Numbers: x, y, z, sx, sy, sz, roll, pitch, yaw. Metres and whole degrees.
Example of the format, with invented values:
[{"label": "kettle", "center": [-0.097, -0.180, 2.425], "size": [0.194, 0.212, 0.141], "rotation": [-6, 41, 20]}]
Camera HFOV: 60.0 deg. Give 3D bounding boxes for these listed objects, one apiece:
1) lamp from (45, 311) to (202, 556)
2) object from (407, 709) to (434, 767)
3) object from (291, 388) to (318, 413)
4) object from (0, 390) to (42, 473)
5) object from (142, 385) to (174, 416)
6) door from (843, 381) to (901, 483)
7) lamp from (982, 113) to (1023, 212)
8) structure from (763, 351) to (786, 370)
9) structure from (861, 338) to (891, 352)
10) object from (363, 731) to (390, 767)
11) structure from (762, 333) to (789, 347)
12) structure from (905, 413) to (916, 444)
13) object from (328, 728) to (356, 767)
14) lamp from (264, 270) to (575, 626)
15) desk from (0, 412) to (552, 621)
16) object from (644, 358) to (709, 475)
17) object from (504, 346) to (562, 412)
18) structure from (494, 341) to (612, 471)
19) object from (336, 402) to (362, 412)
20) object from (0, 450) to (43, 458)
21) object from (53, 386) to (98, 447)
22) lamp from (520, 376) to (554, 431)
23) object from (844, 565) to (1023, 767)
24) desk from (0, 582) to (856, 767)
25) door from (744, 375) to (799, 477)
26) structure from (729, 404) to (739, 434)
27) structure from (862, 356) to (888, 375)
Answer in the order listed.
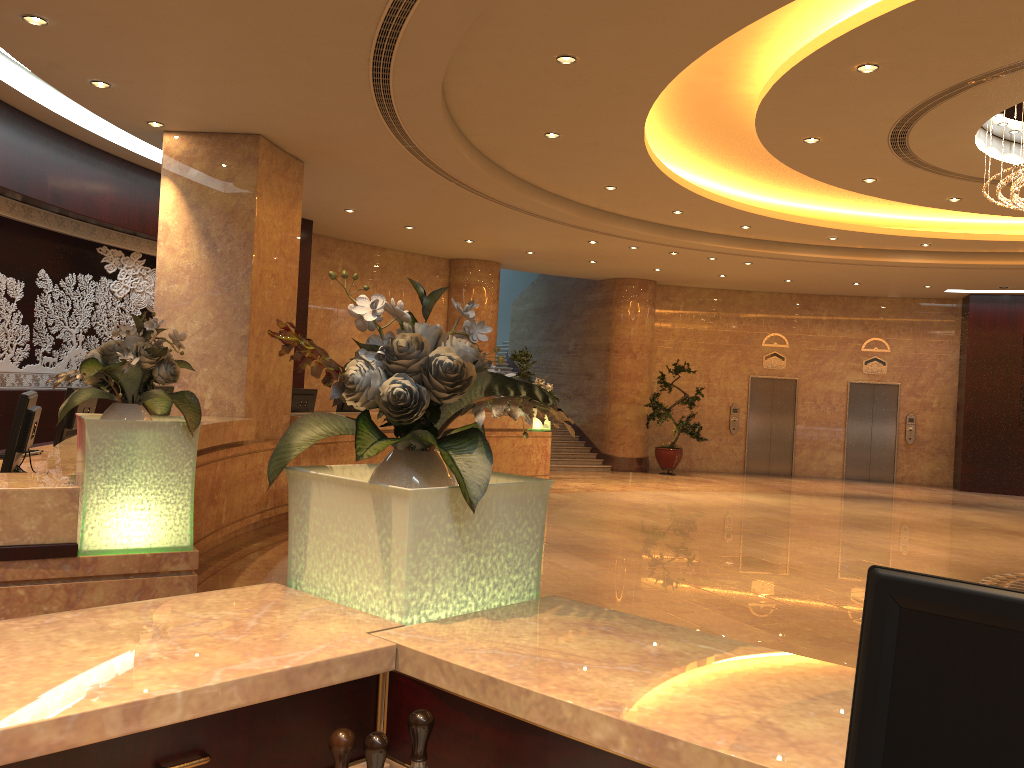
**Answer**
[{"label": "lamp", "center": [-1.503, 0.167, 3.450], "size": [0.542, 0.925, 0.577], "rotation": [3, 0, -23]}, {"label": "object", "center": [-0.174, 0.566, 1.286], "size": [0.153, 0.175, 0.084], "rotation": [3, 0, -31]}, {"label": "object", "center": [-2.660, 0.304, 11.080], "size": [0.531, 0.500, 0.430], "rotation": [3, 0, -29]}, {"label": "object", "center": [-2.432, 0.287, 4.371], "size": [0.430, 0.500, 0.531], "rotation": [3, 0, 12]}, {"label": "object", "center": [-3.221, 0.261, 7.999], "size": [0.430, 0.500, 0.531], "rotation": [3, 0, 37]}, {"label": "door", "center": [7.751, 1.026, 19.147], "size": [1.070, 2.149, 0.150], "rotation": [3, 0, 11]}, {"label": "lamp", "center": [5.855, -1.897, 7.605], "size": [3.204, 1.196, 3.206], "rotation": [3, 0, 12]}, {"label": "structure", "center": [5.717, -0.513, 19.302], "size": [0.504, 0.405, 0.012], "rotation": [3, 0, 0]}, {"label": "structure", "center": [7.843, -0.847, 19.104], "size": [0.600, 0.293, 0.010], "rotation": [3, 0, 11]}, {"label": "object", "center": [-0.190, 0.565, 1.215], "size": [0.048, 0.175, 0.088], "rotation": [3, 0, 26]}, {"label": "structure", "center": [5.741, -0.959, 19.302], "size": [0.600, 0.293, 0.010], "rotation": [3, 0, 0]}, {"label": "structure", "center": [8.498, 0.957, 18.910], "size": [0.200, 0.661, 0.053], "rotation": [3, 0, 15]}, {"label": "object", "center": [-0.248, 0.574, 1.279], "size": [0.048, 0.153, 0.088], "rotation": [3, 0, 10]}, {"label": "lamp", "center": [-0.212, 0.228, 1.861], "size": [0.580, 0.923, 0.570], "rotation": [3, 0, -28]}, {"label": "desk", "center": [-2.002, 0.953, 9.272], "size": [3.466, 1.155, 12.951], "rotation": [3, 0, 9]}, {"label": "object", "center": [3.290, 0.670, 18.005], "size": [1.250, 2.363, 0.843], "rotation": [3, 0, -3]}, {"label": "object", "center": [0.205, 0.496, 16.085], "size": [0.843, 2.363, 1.250], "rotation": [3, 0, -44]}, {"label": "structure", "center": [-0.437, -1.121, 20.746], "size": [9.849, 5.560, 7.472], "rotation": [3, 0, -25]}, {"label": "object", "center": [-2.182, 0.334, 12.132], "size": [0.531, 0.500, 0.430], "rotation": [3, 0, -22]}, {"label": "object", "center": [-3.390, 0.475, 6.006], "size": [0.215, 0.034, 0.526], "rotation": [3, 0, -7]}, {"label": "object", "center": [-3.001, 0.264, 6.091], "size": [0.430, 0.500, 0.531], "rotation": [3, 0, 25]}, {"label": "lamp", "center": [0.426, 0.306, 14.657], "size": [0.532, 0.897, 0.606], "rotation": [3, 0, 44]}, {"label": "object", "center": [0.711, 0.453, 0.622], "size": [0.397, 0.500, 0.918], "rotation": [3, 0, -43]}, {"label": "desk", "center": [1.371, 1.095, 0.393], "size": [5.227, 1.155, 1.570], "rotation": [3, 0, 29]}, {"label": "door", "center": [5.638, 0.911, 19.337], "size": [1.070, 2.145, 0.150], "rotation": [3, 0, 0]}, {"label": "structure", "center": [4.826, 0.762, 19.246], "size": [0.200, 0.661, 0.053], "rotation": [3, 0, -4]}, {"label": "structure", "center": [7.821, -0.401, 19.103], "size": [0.504, 0.405, 0.012], "rotation": [3, 0, 11]}]
